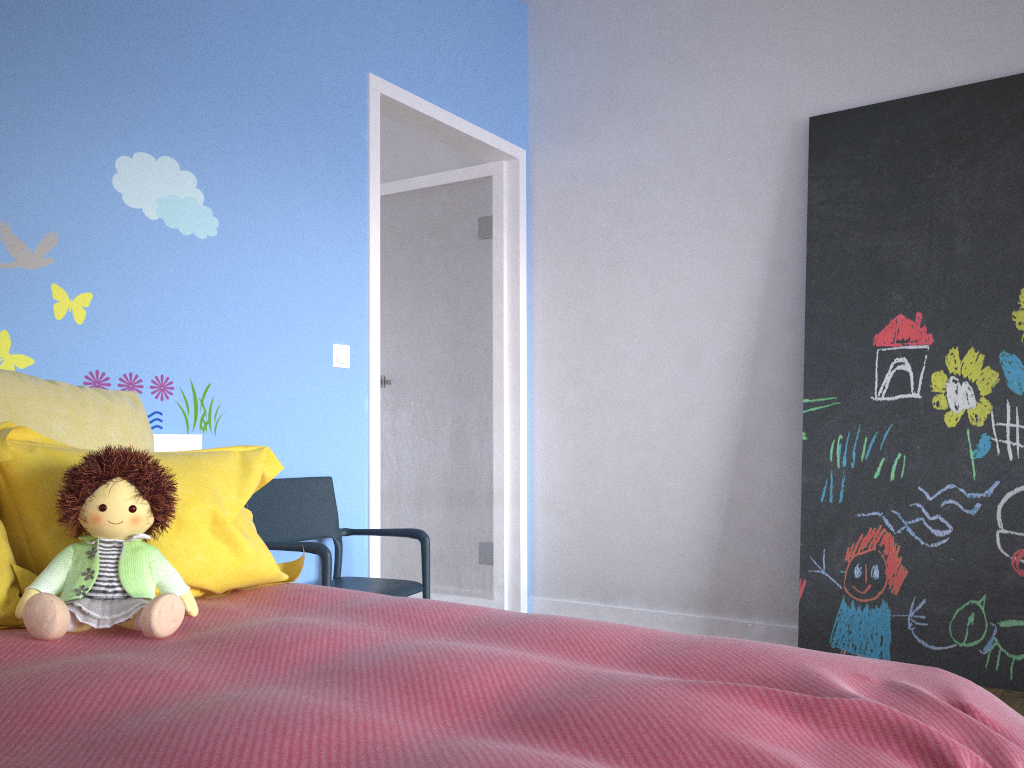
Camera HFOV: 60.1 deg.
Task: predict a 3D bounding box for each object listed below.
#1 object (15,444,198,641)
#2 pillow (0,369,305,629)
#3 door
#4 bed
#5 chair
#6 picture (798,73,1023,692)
[{"bbox_3d":[-0.688,0.273,1.518,0.286,0.341,0.251,1,-2,-21],"label":"object"},{"bbox_3d":[-1.056,0.191,1.688,0.680,0.531,1.347,-2,-4,35],"label":"pillow"},{"bbox_3d":[-0.636,-0.017,3.901,0.999,2.126,1.034,-1,-2,34],"label":"door"},{"bbox_3d":[-0.396,0.461,1.258,2.319,0.810,1.929,-3,-4,34],"label":"bed"},{"bbox_3d":[-0.558,0.630,2.725,0.417,0.673,0.513,-1,-2,31],"label":"chair"},{"bbox_3d":[1.469,-0.026,2.987,0.958,2.017,0.208,-1,-1,34],"label":"picture"}]
